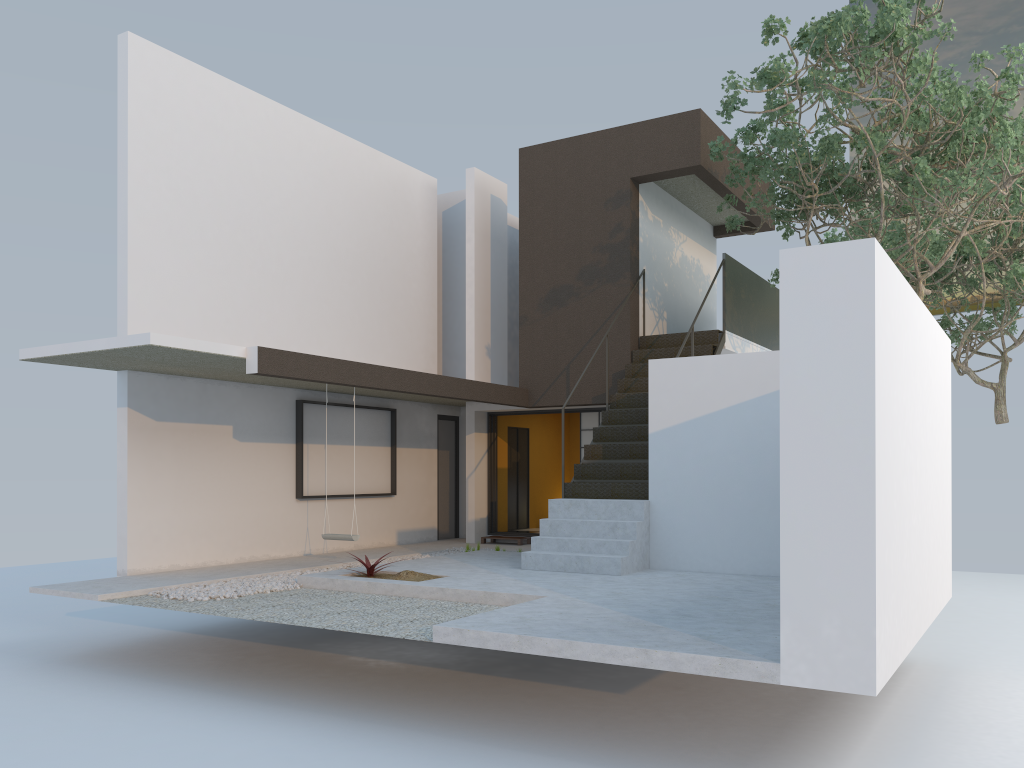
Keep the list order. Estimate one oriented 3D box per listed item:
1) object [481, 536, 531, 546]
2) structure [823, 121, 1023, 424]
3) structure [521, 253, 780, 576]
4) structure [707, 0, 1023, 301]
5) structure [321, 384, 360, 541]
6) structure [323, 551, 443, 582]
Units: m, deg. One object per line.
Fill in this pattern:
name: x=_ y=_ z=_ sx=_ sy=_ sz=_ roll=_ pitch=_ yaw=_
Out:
object: x=-0.085 y=2.392 z=13.488 sx=0.704 sy=0.100 sz=0.351 roll=-3 pitch=-6 yaw=31
structure: x=8.361 y=-1.654 z=15.366 sx=5.509 sy=4.696 sz=7.324 roll=-1 pitch=-4 yaw=11
structure: x=2.288 y=0.251 z=11.931 sx=1.159 sy=3.940 sz=6.564 roll=0 pitch=-4 yaw=31
structure: x=4.445 y=-2.056 z=10.036 sx=4.335 sy=3.695 sz=5.763 roll=-1 pitch=-4 yaw=11
structure: x=-1.951 y=0.845 z=10.043 sx=0.462 sy=1.865 sz=0.129 roll=0 pitch=0 yaw=31
structure: x=-1.246 y=1.862 z=8.882 sx=1.205 sy=0.291 sz=0.748 roll=-3 pitch=-6 yaw=31
